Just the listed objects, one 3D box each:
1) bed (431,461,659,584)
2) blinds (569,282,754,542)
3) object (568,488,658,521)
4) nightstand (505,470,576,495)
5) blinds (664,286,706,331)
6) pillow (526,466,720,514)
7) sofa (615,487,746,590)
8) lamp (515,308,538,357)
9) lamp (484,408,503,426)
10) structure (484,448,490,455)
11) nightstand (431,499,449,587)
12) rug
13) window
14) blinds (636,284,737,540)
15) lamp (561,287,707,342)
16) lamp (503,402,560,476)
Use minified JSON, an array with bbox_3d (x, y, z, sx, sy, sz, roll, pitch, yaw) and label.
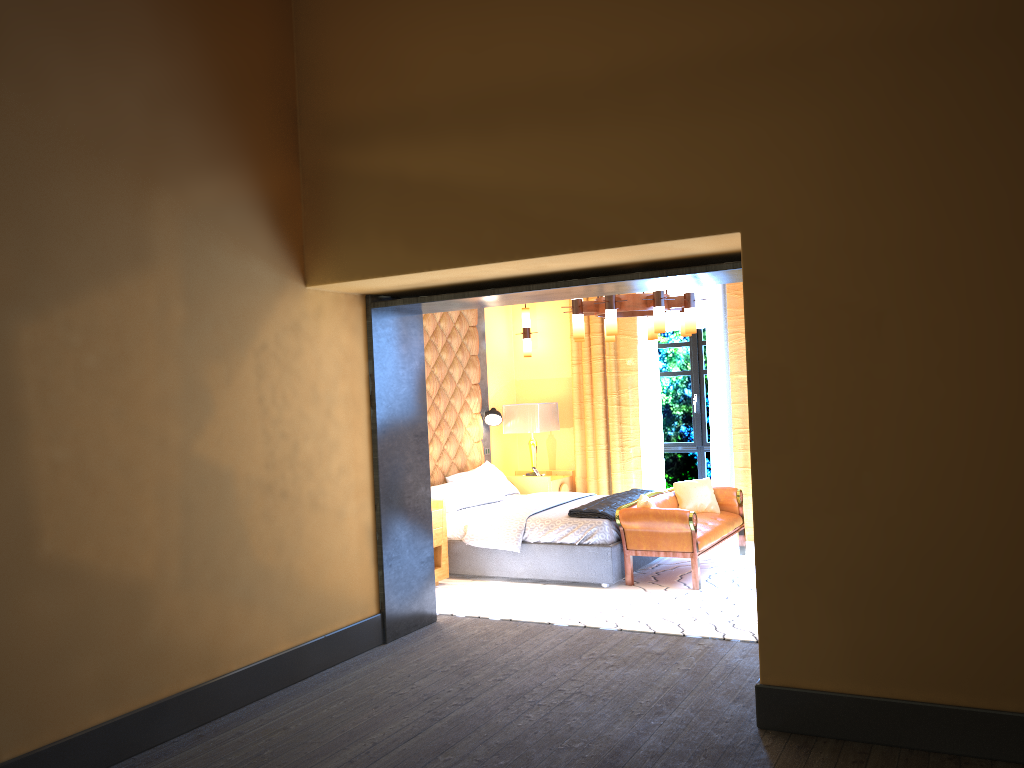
[{"bbox_3d":[0.230,1.158,7.984,2.107,0.825,1.887,-3,-1,28],"label":"bed"},{"bbox_3d":[1.688,-0.504,8.810,2.451,4.147,0.134,-3,0,28],"label":"blinds"},{"bbox_3d":[0.936,1.016,7.598,0.405,0.104,1.460,-3,-1,28],"label":"object"},{"bbox_3d":[0.244,1.293,9.417,0.720,0.690,0.680,-3,0,28],"label":"nightstand"},{"bbox_3d":[1.863,-1.006,9.145,1.200,0.873,0.013,-3,0,28],"label":"blinds"},{"bbox_3d":[1.109,1.003,8.201,1.146,0.407,2.629,-2,-1,-20],"label":"pillow"},{"bbox_3d":[1.461,1.233,7.419,0.650,0.640,1.614,-3,-1,28],"label":"sofa"},{"bbox_3d":[0.158,-0.555,9.585,0.199,0.532,0.199,-3,0,-17],"label":"lamp"},{"bbox_3d":[-0.020,0.344,9.156,0.568,0.218,0.231,-2,0,-14],"label":"lamp"},{"bbox_3d":[-0.259,0.697,9.178,0.016,0.071,0.103,-2,0,28],"label":"structure"},{"bbox_3d":[-0.983,1.314,7.103,0.721,0.700,0.708,-3,0,28],"label":"nightstand"},{"bbox_3d":[0.985,1.574,7.400,3.704,0.016,3.386,-3,-1,28],"label":"rug"},{"bbox_3d":[1.917,0.057,9.164,1.200,3.001,0.130,-2,0,28],"label":"window"},{"bbox_3d":[1.694,-0.481,8.902,2.051,4.076,0.236,-3,0,25],"label":"blinds"},{"bbox_3d":[0.942,-1.461,7.224,1.140,2.169,1.141,-3,0,-40],"label":"lamp"},{"bbox_3d":[0.213,0.606,9.307,0.424,0.802,0.505,-3,0,28],"label":"lamp"}]
